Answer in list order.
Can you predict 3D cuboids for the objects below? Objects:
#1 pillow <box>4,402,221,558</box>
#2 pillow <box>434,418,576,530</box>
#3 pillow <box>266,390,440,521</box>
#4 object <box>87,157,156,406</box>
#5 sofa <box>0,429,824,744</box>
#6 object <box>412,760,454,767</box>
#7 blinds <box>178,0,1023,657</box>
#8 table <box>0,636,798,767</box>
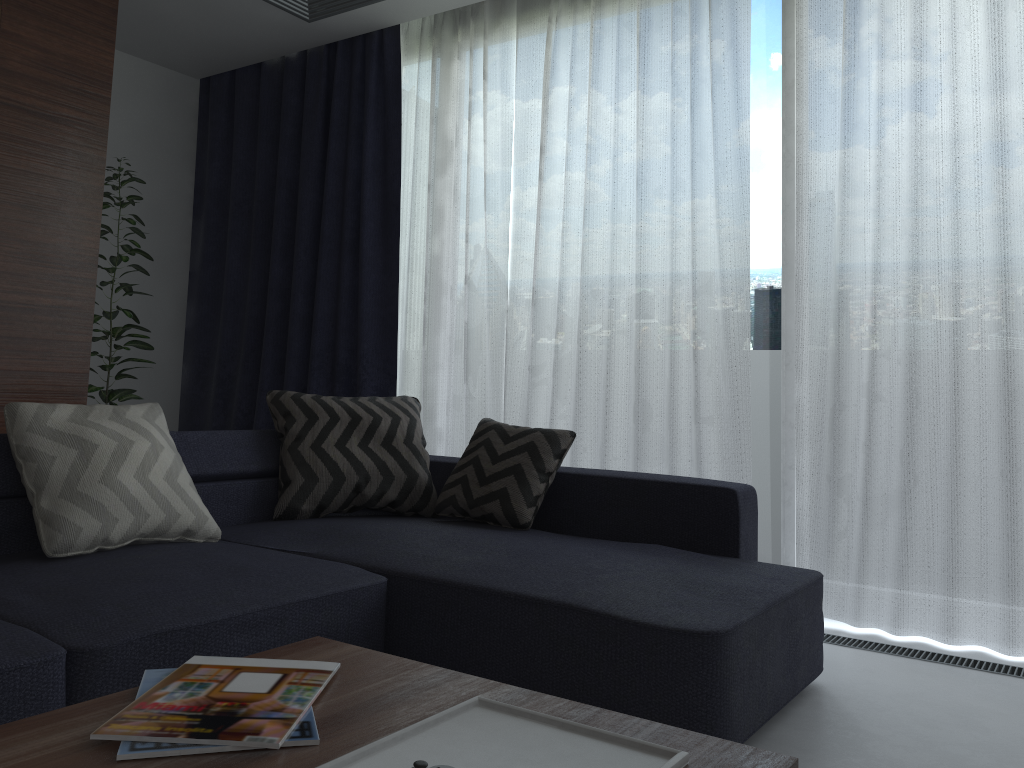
[{"bbox_3d":[-1.092,0.248,2.419,0.342,0.391,0.492,-1,-4,34],"label":"pillow"},{"bbox_3d":[-0.030,0.296,3.006,0.414,0.347,0.285,0,-4,39],"label":"pillow"},{"bbox_3d":[-0.573,0.291,3.182,0.596,0.522,0.354,3,-4,-25],"label":"pillow"},{"bbox_3d":[-1.912,-0.179,4.192,0.503,1.860,0.479,2,-5,3],"label":"object"},{"bbox_3d":[-0.608,0.457,1.948,1.898,0.612,2.858,1,-1,34],"label":"sofa"},{"bbox_3d":[-0.102,0.401,0.877,0.112,0.036,0.070,3,-2,-43],"label":"object"},{"bbox_3d":[-0.543,-0.638,1.102,7.130,2.792,5.771,1,-2,38],"label":"blinds"},{"bbox_3d":[-0.226,0.585,0.917,0.805,0.355,0.796,1,-2,34],"label":"table"}]
